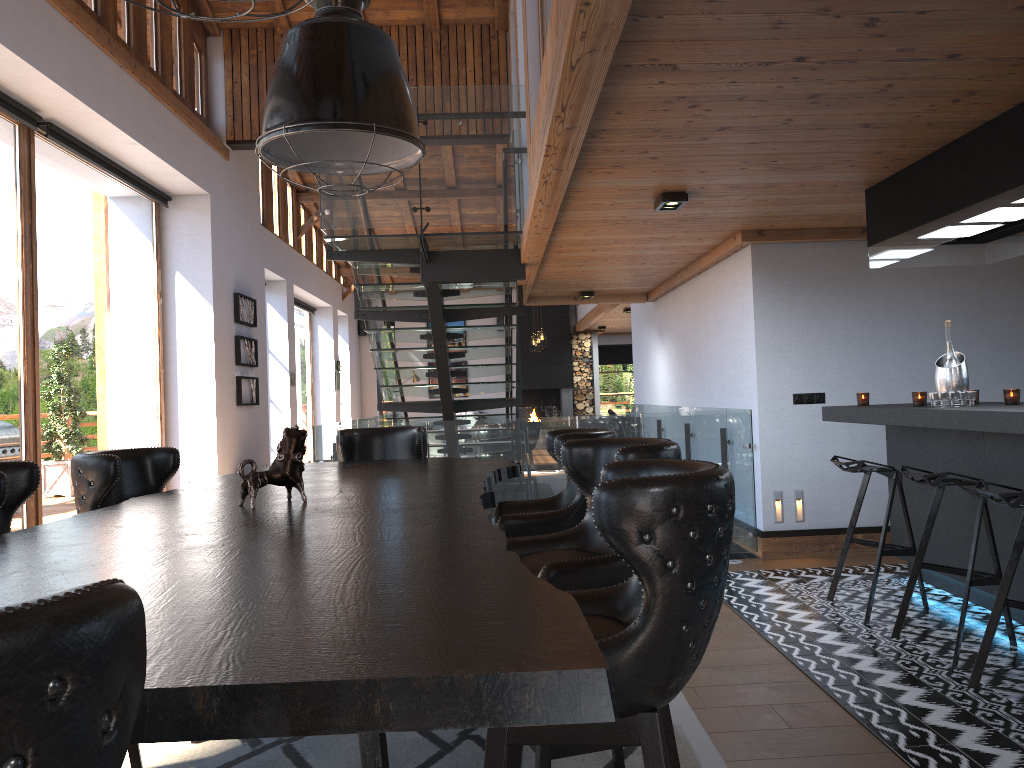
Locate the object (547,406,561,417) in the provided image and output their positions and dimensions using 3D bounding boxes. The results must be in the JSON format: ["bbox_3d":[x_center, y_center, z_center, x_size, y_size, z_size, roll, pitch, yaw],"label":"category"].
[{"bbox_3d":[0.937,0.994,19.314,0.304,1.018,0.311,-4,-2,43],"label":"object"}]

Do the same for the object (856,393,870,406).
[{"bbox_3d":[2.216,0.096,5.595,0.078,0.081,0.080,-3,-1,33],"label":"object"}]

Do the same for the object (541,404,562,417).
[{"bbox_3d":[0.765,0.701,16.590,0.405,0.808,0.622,-2,-1,9],"label":"object"}]

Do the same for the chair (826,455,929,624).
[{"bbox_3d":[2.023,0.815,4.846,0.470,0.840,0.538,-2,-1,-2],"label":"chair"}]

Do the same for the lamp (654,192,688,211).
[{"bbox_3d":[0.933,-1.079,5.216,0.155,0.068,0.261,-2,-1,-2],"label":"lamp"}]

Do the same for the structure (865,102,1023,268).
[{"bbox_3d":[2.482,-0.956,3.625,0.711,0.476,3.246,-2,-1,-1],"label":"structure"}]

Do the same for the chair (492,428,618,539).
[{"bbox_3d":[0.168,0.737,3.606,0.569,1.092,0.503,-2,-1,-3],"label":"chair"}]

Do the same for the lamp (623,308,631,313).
[{"bbox_3d":[2.011,-1.270,15.286,0.155,0.068,0.261,-2,-1,-2],"label":"lamp"}]

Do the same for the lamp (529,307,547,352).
[{"bbox_3d":[0.450,-1.741,17.261,0.263,2.202,0.799,-2,-2,-10],"label":"lamp"}]

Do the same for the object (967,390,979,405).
[{"bbox_3d":[2.564,0.074,4.943,0.080,0.081,0.078,-1,-2,-37],"label":"object"}]

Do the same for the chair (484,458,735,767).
[{"bbox_3d":[0.191,0.719,1.824,0.566,1.092,0.505,-2,-1,7],"label":"chair"}]

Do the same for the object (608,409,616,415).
[{"bbox_3d":[2.142,0.686,18.797,0.147,0.319,0.251,-3,-2,39],"label":"object"}]

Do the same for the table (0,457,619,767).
[{"bbox_3d":[-0.624,0.846,2.818,1.431,0.950,3.792,-2,-1,-1],"label":"table"}]

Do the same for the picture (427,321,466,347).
[{"bbox_3d":[-1.480,-1.088,20.027,0.880,0.816,0.036,-2,-2,-3],"label":"picture"}]

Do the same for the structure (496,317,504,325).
[{"bbox_3d":[-0.241,-1.366,20.013,0.214,0.349,0.213,-2,-1,-2],"label":"structure"}]

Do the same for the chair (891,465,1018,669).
[{"bbox_3d":[2.082,0.802,4.093,0.470,0.840,0.537,-2,-1,-5],"label":"chair"}]

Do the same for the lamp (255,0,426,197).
[{"bbox_3d":[-0.714,-3.060,3.374,0.614,4.686,0.629,-4,-2,43],"label":"lamp"}]

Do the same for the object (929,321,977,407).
[{"bbox_3d":[2.315,-0.107,4.676,0.226,0.452,0.224,-2,-1,-2],"label":"object"}]

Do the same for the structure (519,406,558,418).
[{"bbox_3d":[0.538,0.761,19.676,0.983,0.514,0.183,-2,-2,-3],"label":"structure"}]

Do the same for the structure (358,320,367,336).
[{"bbox_3d":[-3.340,-1.256,19.869,0.214,0.349,0.213,-2,-1,-2],"label":"structure"}]

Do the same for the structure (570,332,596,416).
[{"bbox_3d":[1.587,0.175,19.872,0.502,2.618,0.511,-2,-2,-2],"label":"structure"}]

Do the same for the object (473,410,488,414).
[{"bbox_3d":[-0.686,0.800,19.733,0.338,0.455,0.336,-3,-1,24],"label":"object"}]

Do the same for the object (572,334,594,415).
[{"bbox_3d":[1.580,0.182,19.881,0.494,2.613,0.466,-2,-2,-2],"label":"object"}]

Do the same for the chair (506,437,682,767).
[{"bbox_3d":[0.238,0.720,2.646,0.572,1.092,0.500,-2,-2,-18],"label":"chair"}]

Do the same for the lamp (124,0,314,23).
[{"bbox_3d":[-0.680,-3.086,1.784,0.614,4.686,0.629,-4,-2,43],"label":"lamp"}]

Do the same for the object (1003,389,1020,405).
[{"bbox_3d":[2.572,0.067,4.560,0.080,0.081,0.078,-1,-2,-37],"label":"object"}]

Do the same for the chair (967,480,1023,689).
[{"bbox_3d":[2.027,0.792,3.307,0.468,0.840,0.539,-2,-1,4],"label":"chair"}]

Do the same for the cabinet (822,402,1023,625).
[{"bbox_3d":[2.533,0.644,3.394,0.889,1.104,4.795,-2,-1,-1],"label":"cabinet"}]

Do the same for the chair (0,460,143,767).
[{"bbox_3d":[-1.448,0.782,2.659,0.572,1.092,0.500,-2,-2,-18],"label":"chair"}]

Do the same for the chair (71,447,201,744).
[{"bbox_3d":[-1.400,0.802,3.481,0.566,1.092,0.505,-2,-1,7],"label":"chair"}]

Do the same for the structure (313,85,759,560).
[{"bbox_3d":[-2.593,1.069,8.056,9.220,6.400,11.012,-2,-1,-2],"label":"structure"}]

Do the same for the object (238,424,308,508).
[{"bbox_3d":[-0.752,0.256,2.781,0.223,0.253,0.114,-1,-2,-39],"label":"object"}]

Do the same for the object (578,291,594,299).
[{"bbox_3d":[0.833,-1.003,9.952,0.155,0.068,0.261,-2,-1,-2],"label":"object"}]

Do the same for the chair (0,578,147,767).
[{"bbox_3d":[-0.556,0.721,0.791,0.505,1.092,0.567,-2,-1,-3],"label":"chair"}]

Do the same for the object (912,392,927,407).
[{"bbox_3d":[2.266,0.084,4.926,0.080,0.081,0.078,-1,-2,-37],"label":"object"}]

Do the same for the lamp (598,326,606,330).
[{"bbox_3d":[1.933,-1.210,19.078,0.155,0.068,0.261,-2,-1,-2],"label":"lamp"}]

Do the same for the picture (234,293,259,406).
[{"bbox_3d":[-3.185,-0.398,10.652,0.059,1.312,0.773,-2,-1,-1],"label":"picture"}]

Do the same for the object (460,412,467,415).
[{"bbox_3d":[-1.121,0.788,19.648,0.262,0.532,0.422,-1,-2,-33],"label":"object"}]

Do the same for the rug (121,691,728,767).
[{"bbox_3d":[-0.554,1.303,3.130,2.554,0.047,5.625,-2,-1,-2],"label":"rug"}]

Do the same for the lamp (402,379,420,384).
[{"bbox_3d":[-2.402,0.666,18.788,0.523,1.899,1.332,-3,-1,19],"label":"lamp"}]

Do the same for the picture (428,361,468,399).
[{"bbox_3d":[-1.444,-0.094,19.999,0.880,0.816,0.036,-2,-2,-3],"label":"picture"}]

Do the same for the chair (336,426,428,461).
[{"bbox_3d":[-0.695,0.787,4.811,0.505,1.092,0.567,-2,-1,-3],"label":"chair"}]
